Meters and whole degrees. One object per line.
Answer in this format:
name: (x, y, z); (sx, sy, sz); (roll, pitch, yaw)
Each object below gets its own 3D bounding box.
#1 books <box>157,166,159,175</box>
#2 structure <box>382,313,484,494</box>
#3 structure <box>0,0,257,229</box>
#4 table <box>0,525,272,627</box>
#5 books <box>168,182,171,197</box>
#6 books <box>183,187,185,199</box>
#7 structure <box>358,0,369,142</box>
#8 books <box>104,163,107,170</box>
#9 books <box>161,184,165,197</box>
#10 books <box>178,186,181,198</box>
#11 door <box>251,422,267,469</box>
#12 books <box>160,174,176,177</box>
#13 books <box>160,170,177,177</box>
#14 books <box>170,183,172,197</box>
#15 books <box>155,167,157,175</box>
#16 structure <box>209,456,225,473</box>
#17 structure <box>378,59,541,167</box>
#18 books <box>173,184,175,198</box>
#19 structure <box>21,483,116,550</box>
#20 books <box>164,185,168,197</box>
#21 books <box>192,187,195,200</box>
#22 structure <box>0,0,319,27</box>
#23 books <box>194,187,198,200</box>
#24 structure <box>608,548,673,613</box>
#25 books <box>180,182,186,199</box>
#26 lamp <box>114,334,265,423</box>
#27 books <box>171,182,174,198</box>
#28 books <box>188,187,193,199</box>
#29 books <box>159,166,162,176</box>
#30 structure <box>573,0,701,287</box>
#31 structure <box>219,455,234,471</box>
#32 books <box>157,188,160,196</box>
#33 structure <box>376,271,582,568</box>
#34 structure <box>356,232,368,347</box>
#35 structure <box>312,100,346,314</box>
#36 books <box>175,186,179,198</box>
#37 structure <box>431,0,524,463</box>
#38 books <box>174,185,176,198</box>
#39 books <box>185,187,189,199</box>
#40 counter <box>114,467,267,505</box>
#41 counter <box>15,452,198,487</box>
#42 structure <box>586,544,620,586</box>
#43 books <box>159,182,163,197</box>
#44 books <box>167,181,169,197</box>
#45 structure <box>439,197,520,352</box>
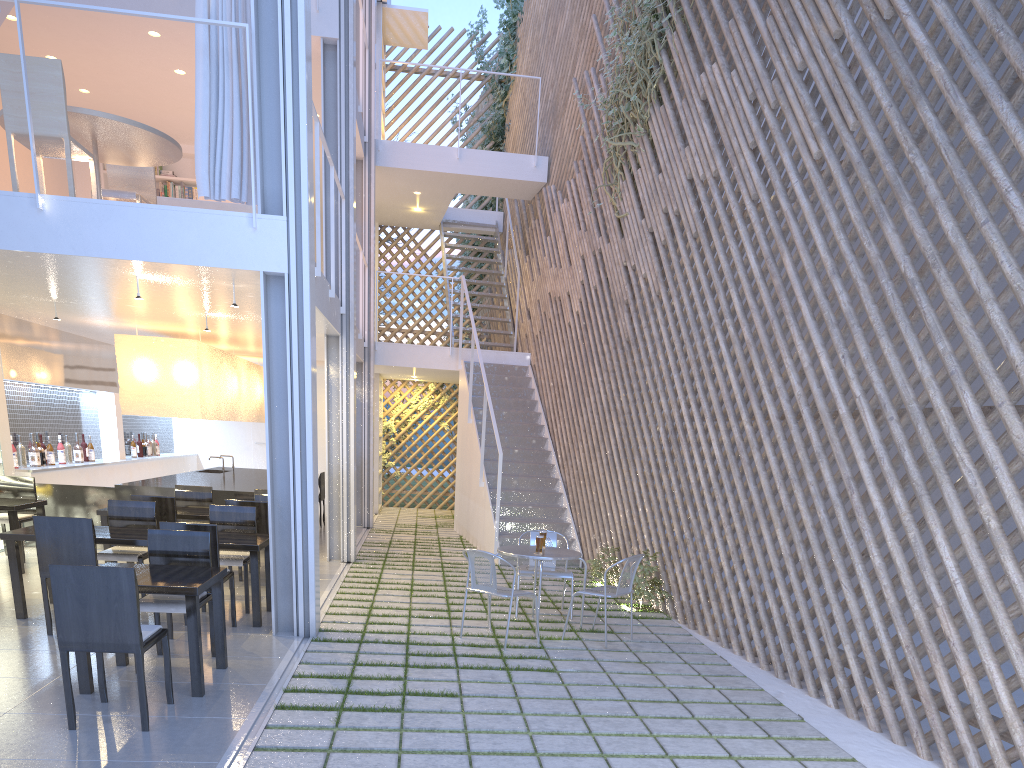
books: (-2.501, -1.529, 5.834); (0.006, 0.129, 0.083); (1, 11, -6)
structure: (-0.855, 0.276, 8.273); (1.147, 2.136, 0.265); (2, 16, -6)
structure: (-1.448, -0.243, 2.003); (1.369, 1.911, 1.339); (2, 10, -6)
table: (-1.430, 0.754, 3.250); (0.918, 0.354, 0.329); (4, 7, -6)
books: (-2.562, -0.656, 4.499); (0.023, 1.782, 3.360); (4, 1, 3)
books: (-2.346, -1.337, 5.915); (0.006, 0.128, 0.075); (1, 11, -6)
structure: (-0.916, -2.030, 4.861); (0.028, 0.582, 1.616); (1, -1, -6)
books: (-2.849, -1.564, 5.791); (0.015, 0.152, 0.082); (1, 12, -6)
books: (-2.585, -0.664, 4.451); (0.123, 1.727, 3.443); (4, 1, 2)
books: (-2.527, -0.677, 4.477); (0.029, 1.693, 3.415); (4, 1, 4)
door: (-2.602, 0.378, 5.551); (0.479, 1.236, 5.273); (5, -2, 7)
books: (-2.447, -1.474, 5.865); (0.095, 0.022, 0.060); (4, -1, -6)
books: (-2.443, -1.496, 5.854); (0.094, 0.022, 0.060); (4, -1, -1)
books: (-2.570, -0.654, 4.498); (0.024, 1.777, 3.368); (4, 1, 4)
books: (-2.512, -1.534, 5.829); (0.015, 0.137, 0.088); (1, 11, -6)
structure: (-2.221, 0.607, 6.184); (0.113, 0.132, 0.031); (2, 15, -6)
structure: (-0.375, -1.927, 5.883); (1.142, 0.610, 0.025); (3, 16, -6)
books: (-2.410, -1.349, 5.898); (0.008, 0.143, 0.088); (1, 11, -6)
structure: (-2.535, 0.756, 4.685); (0.557, 0.396, 0.011); (3, 16, -6)
books: (-2.593, -0.646, 4.497); (0.030, 1.756, 3.368); (4, 1, 3)
books: (-2.496, -0.645, 4.486); (0.037, 1.757, 3.447); (5, 1, 6)
structure: (-1.671, -0.831, 2.496); (1.734, 3.525, 3.427); (2, 7, -6)
books: (-2.475, -0.654, 4.486); (0.038, 1.729, 3.446); (5, 1, 6)
structure: (0.627, 0.948, 3.979); (0.295, 0.345, 0.296); (0, 9, -21)
books: (-2.543, -0.659, 4.487); (0.030, 1.789, 3.414); (5, 1, 5)
lamp: (-2.093, 0.025, 5.677); (0.449, 0.444, 2.192); (3, -3, -6)
books: (-2.558, -0.656, 4.500); (0.023, 1.782, 3.366); (4, 1, 4)
books: (-2.501, -0.660, 4.491); (0.045, 1.720, 3.422); (5, 1, 6)
books: (-2.495, -1.532, 5.842); (0.006, 0.138, 0.066); (1, 13, -6)
structure: (0.836, -2.000, 3.768); (0.743, 2.903, 2.195); (-1, 10, -15)
structure: (-2.256, 0.626, 6.503); (0.113, 0.132, 0.031); (2, 15, -6)
books: (-2.532, -1.339, 5.903); (0.040, 0.108, 0.058); (2, 12, -6)
structure: (-0.292, 0.167, 5.698); (1.186, 2.090, 1.832); (1, 8, -13)
structure: (-0.994, -0.616, 5.281); (0.028, 0.582, 1.616); (1, -1, -6)
structure: (-0.805, -0.716, 3.537); (0.028, 0.582, 1.614); (1, -1, -6)
books: (-2.525, -0.658, 4.475); (0.034, 1.728, 3.424); (4, 1, 3)
structure: (-0.321, -1.367, 8.625); (1.119, 4.827, 3.060); (1, 11, -8)
books: (-2.569, -0.648, 4.492); (0.025, 1.764, 3.394); (4, 1, 4)
books: (-2.516, -0.656, 4.473); (0.037, 1.731, 3.453); (5, 1, 5)
counter: (-1.981, 0.866, 5.944); (0.817, 0.394, 2.394); (3, -3, -6)
counter: (-3.026, 0.809, 6.422); (0.233, 0.455, 3.457); (2, -3, -6)
structure: (0.541, 1.018, 4.599); (0.266, 0.278, 0.246); (4, 8, 1)
books: (-2.502, -1.359, 5.893); (0.015, 0.152, 0.072); (1, 13, -6)
books: (-2.452, -1.361, 5.896); (0.011, 0.164, 0.076); (1, 13, -6)
structure: (-0.303, -1.171, 7.152); (0.537, 2.012, 1.163); (0, 12, -12)
